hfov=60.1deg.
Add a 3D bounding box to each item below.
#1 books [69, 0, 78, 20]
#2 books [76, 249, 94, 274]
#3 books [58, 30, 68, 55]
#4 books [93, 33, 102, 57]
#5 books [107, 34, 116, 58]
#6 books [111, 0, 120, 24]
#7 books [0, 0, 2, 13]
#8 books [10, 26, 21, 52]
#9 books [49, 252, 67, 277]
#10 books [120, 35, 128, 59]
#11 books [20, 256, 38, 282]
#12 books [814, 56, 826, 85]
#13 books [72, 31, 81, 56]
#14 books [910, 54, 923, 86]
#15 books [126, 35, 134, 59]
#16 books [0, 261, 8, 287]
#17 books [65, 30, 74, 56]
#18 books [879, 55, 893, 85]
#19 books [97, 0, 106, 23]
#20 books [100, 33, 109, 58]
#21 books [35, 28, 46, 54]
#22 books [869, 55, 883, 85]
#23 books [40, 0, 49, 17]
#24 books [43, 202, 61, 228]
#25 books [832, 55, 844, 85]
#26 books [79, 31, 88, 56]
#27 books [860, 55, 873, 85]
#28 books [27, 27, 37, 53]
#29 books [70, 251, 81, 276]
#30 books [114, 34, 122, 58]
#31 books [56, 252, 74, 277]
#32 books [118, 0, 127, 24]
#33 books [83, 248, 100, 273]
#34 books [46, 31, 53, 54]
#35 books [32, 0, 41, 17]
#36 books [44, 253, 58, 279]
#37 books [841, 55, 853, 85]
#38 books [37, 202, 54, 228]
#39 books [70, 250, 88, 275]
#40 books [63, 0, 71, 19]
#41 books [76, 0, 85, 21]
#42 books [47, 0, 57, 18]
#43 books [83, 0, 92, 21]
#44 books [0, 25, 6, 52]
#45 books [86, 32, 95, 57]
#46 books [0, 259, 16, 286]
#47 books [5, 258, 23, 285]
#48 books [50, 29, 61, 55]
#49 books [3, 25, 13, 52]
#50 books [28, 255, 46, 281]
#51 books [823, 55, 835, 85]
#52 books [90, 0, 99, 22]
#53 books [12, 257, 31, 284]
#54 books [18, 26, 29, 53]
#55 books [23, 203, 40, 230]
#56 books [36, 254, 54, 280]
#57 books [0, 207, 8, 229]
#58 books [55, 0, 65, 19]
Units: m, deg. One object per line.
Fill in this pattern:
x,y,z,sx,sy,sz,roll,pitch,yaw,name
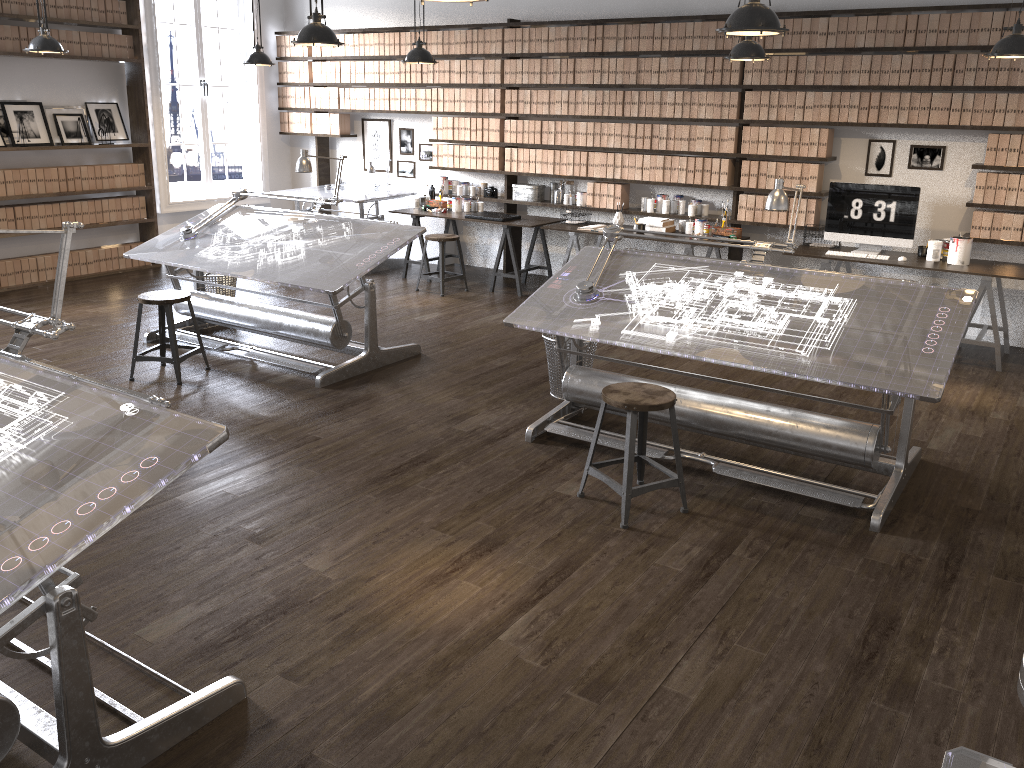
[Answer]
-4.084,-3.459,8.154,0.175,0.223,0.067,11,18,32,books
-4.182,-1.202,8.679,0.175,0.222,0.067,11,18,32,books
-4.165,-3.129,8.125,0.175,0.223,0.067,11,18,32,books
-3.982,-3.214,8.405,0.175,0.223,0.067,11,18,32,books
-3.897,-3.248,8.516,0.175,0.223,0.067,11,18,32,books
-3.853,-3.566,8.505,0.175,0.222,0.067,11,18,32,books
-4.467,-3.292,7.599,0.175,0.223,0.067,11,18,32,books
-4.407,-3.025,7.781,0.175,0.222,0.067,11,18,32,books
-4.335,-1.133,8.449,0.175,0.223,0.067,11,18,32,books
-3.829,-3.280,8.624,0.175,0.222,0.067,11,18,32,books
-4.491,-1.066,8.226,0.175,0.223,0.067,11,18,32,books
2.429,-2.444,6.921,0.067,0.223,0.176,11,19,32,books
-4.096,-3.161,8.231,0.175,0.222,0.067,11,18,32,books
3.005,-2.315,6.548,0.067,0.223,0.176,11,19,32,books
-3.792,-3.298,8.681,0.175,0.223,0.067,11,18,32,books
-4.644,-0.999,8.007,0.175,0.222,0.067,11,18,32,books
-4.132,-3.146,8.181,0.175,0.222,0.067,11,18,32,books
2.830,-2.356,6.667,0.067,0.223,0.176,11,19,32,books
-3.935,-3.529,8.385,0.175,0.223,0.067,11,18,32,books
-3.940,-3.231,8.460,0.175,0.223,0.067,11,18,32,books
-4.281,-3.078,7.956,0.175,0.223,0.067,11,18,32,books
2.771,-2.368,6.703,0.067,0.223,0.176,11,19,32,books
-4.239,-3.394,7.936,0.175,0.223,0.067,11,18,32,books
-4.329,-1.594,8.330,0.175,0.223,0.067,11,18,32,books
2.541,-2.417,6.843,0.067,0.223,0.176,11,19,32,books
-4.054,-3.179,8.289,0.175,0.223,0.067,11,18,32,books
2.710,-2.380,6.737,0.067,0.223,0.176,11,19,32,books
-4.325,-3.062,7.901,0.175,0.223,0.067,11,18,32,books
-4.263,-1.168,8.564,0.175,0.223,0.067,11,18,32,books
-3.860,-3.264,8.570,0.175,0.223,0.067,11,18,32,books
-4.303,-1.151,8.509,0.175,0.223,0.067,11,18,32,books
-3.809,-3.584,8.565,0.175,0.222,0.067,11,18,32,books
-4.149,-1.218,8.730,0.175,0.222,0.067,11,18,32,books
-4.246,-3.096,8.016,0.175,0.223,0.067,11,18,32,books
-4.279,-3.377,7.881,0.175,0.223,0.067,11,18,32,books
-4.376,-1.117,8.397,0.175,0.222,0.067,11,18,32,books
2.599,-2.406,6.811,0.067,0.222,0.176,11,19,32,books
-4.369,-1.577,8.275,0.175,0.223,0.067,11,18,32,books
-4.221,-1.184,8.619,0.175,0.223,0.067,11,18,32,books
-4.125,-3.444,8.103,0.175,0.222,0.067,11,18,32,books
-4.052,-3.477,8.212,0.175,0.223,0.067,11,18,32,books
-4.197,-3.410,7.991,0.175,0.223,0.067,11,18,32,books
-4.013,-3.494,8.269,0.175,0.223,0.067,11,18,32,books
-4.472,-2.992,7.673,0.175,0.223,0.067,11,18,32,books
-4.019,-3.197,8.348,0.175,0.223,0.067,11,18,32,books
-4.606,-1.015,8.059,0.175,0.222,0.067,11,18,32,books
-4.568,-1.029,8.107,0.175,0.223,0.067,11,18,32,books
-4.207,-3.114,8.073,0.175,0.223,0.067,11,18,32,books
-4.441,-3.009,7.726,0.175,0.222,0.067,11,18,32,books
-4.448,-1.084,8.286,0.175,0.223,0.067,11,18,32,books
2.488,-2.431,6.883,0.067,0.223,0.176,11,19,32,books
-3.970,-3.511,8.324,0.175,0.223,0.067,11,18,32,books
-4.528,-1.047,8.166,0.175,0.223,0.067,11,18,32,books
-4.361,-3.042,7.838,0.175,0.223,0.067,11,18,32,books
-4.441,-1.541,8.156,0.175,0.223,0.067,11,18,32,books
-4.409,-1.102,8.345,0.175,0.222,0.067,11,18,32,books
-4.601,-1.471,7.926,0.175,0.223,0.067,11,18,32,books
-4.158,-3.428,8.051,0.175,0.222,0.067,11,18,32,books
